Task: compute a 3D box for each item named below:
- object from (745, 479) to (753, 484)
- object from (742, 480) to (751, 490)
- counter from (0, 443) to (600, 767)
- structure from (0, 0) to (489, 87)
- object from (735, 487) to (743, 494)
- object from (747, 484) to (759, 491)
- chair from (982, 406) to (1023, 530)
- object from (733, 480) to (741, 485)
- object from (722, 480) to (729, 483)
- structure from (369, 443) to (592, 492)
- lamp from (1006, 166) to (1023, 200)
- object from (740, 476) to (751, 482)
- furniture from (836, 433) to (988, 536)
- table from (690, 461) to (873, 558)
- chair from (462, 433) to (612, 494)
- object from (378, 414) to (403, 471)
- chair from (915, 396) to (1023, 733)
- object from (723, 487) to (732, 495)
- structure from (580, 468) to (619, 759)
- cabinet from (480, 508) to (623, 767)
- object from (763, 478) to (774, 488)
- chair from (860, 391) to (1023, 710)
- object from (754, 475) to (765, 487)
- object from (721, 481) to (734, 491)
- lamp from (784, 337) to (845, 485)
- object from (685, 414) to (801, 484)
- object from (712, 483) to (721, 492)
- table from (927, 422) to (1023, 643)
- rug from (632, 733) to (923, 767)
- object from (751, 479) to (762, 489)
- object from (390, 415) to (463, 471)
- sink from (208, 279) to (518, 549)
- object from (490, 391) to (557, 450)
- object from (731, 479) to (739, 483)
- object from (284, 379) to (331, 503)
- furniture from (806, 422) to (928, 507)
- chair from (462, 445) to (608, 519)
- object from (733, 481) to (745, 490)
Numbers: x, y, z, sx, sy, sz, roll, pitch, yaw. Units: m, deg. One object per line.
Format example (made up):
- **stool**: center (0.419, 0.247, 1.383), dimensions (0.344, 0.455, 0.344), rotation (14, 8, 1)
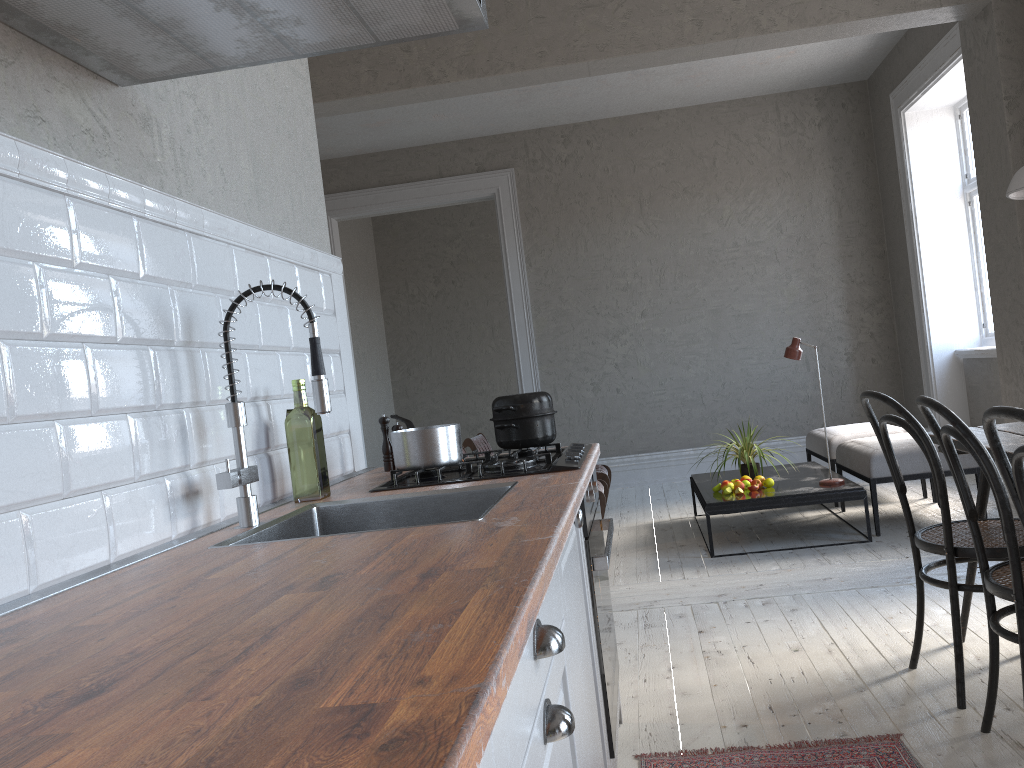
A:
- **object**: center (1.372, 0.577, 5.134), dimensions (0.058, 0.056, 0.060), rotation (-7, 0, -6)
- **object**: center (1.338, 0.580, 5.074), dimensions (0.063, 0.058, 0.060), rotation (-7, 0, -39)
- **counter**: center (0.828, 0.134, 0.936), dimensions (3.147, 0.039, 3.405), rotation (-7, 0, 7)
- **structure**: center (-0.535, -1.389, 1.290), dimensions (0.710, 1.596, 0.715), rotation (-7, 0, 7)
- **object**: center (1.272, 0.599, 4.964), dimensions (0.047, 0.036, 0.061), rotation (-7, 0, 18)
- **object**: center (1.364, 0.587, 5.009), dimensions (0.064, 0.039, 0.067), rotation (-7, 0, 12)
- **chair**: center (1.242, 0.467, 1.670), dimensions (0.548, 0.920, 0.439), rotation (-7, 0, 4)
- **object**: center (1.305, 0.584, 5.125), dimensions (0.057, 0.058, 0.058), rotation (-7, 0, -3)
- **object**: center (1.249, 0.591, 5.171), dimensions (0.056, 0.058, 0.057), rotation (-7, 0, 31)
- **structure**: center (-0.050, 0.201, 2.330), dimensions (0.494, 0.031, 0.608), rotation (-7, 0, 7)
- **lamp**: center (1.567, -1.512, 2.621), dimensions (0.371, 1.858, 0.387), rotation (-6, 1, 44)
- **object**: center (1.377, 0.571, 5.204), dimensions (0.069, 0.066, 0.071), rotation (-7, 0, 22)
- **furniture**: center (2.291, 0.547, 5.175), dimensions (0.581, 0.476, 0.831), rotation (-7, 0, 7)
- **table**: center (1.562, 0.733, 5.376), dimensions (0.845, 0.303, 1.316), rotation (-7, 0, 7)
- **chair**: center (0.199, 0.678, 6.380), dimensions (1.012, 0.721, 0.509), rotation (-7, 0, 6)
- **object**: center (-0.348, 0.168, 2.584), dimensions (0.072, 0.167, 0.036), rotation (-7, 0, 6)
- **chair**: center (1.326, 0.455, 2.150), dimensions (0.544, 0.920, 0.442), rotation (-7, 0, 14)
- **object**: center (1.219, 0.605, 5.011), dimensions (0.046, 0.037, 0.068), rotation (-7, 0, 33)
- **structure**: center (-0.032, 0.566, 2.340), dimensions (0.615, 0.623, 0.625), rotation (-7, 0, 7)
- **cabinet**: center (0.411, 0.597, 0.836), dimensions (2.029, 0.854, 4.109), rotation (-7, 0, -37)
- **object**: center (1.471, 0.566, 5.071), dimensions (0.069, 0.055, 0.058), rotation (-7, 0, -26)
- **chair**: center (1.395, 0.446, 2.682), dimensions (0.548, 0.920, 0.439), rotation (-7, 0, 4)
- **object**: center (1.437, 0.564, 5.138), dimensions (0.066, 0.066, 0.071), rotation (-7, 0, 12)
- **object**: center (1.236, 0.589, 5.086), dimensions (0.073, 0.064, 0.077), rotation (-7, 0, 37)
- **lamp**: center (1.697, 0.146, 4.986), dimensions (0.246, 0.839, 0.141), rotation (-6, 1, 42)
- **object**: center (1.414, 0.396, 5.413), dimensions (0.720, 0.420, 0.673), rotation (-7, 0, 25)
- **object**: center (1.189, 0.600, 5.130), dimensions (0.058, 0.053, 0.060), rotation (-7, 0, 13)
- **table**: center (1.776, 0.495, 2.092), dimensions (0.901, 0.735, 1.928), rotation (-7, 0, 7)
- **rug**: center (0.606, 0.996, 1.792), dimensions (0.733, 0.014, 1.295), rotation (-7, 0, 7)
- **object**: center (1.400, 0.573, 5.076), dimensions (0.058, 0.058, 0.058), rotation (-7, 0, -11)
- **object**: center (-0.262, 0.144, 2.262), dimensions (0.297, 0.134, 0.178), rotation (-7, 0, 41)
- **sink**: center (-0.289, 0.139, 1.699), dimensions (0.526, 0.720, 0.488), rotation (-7, 0, 7)
- **object**: center (0.034, 0.101, 2.463), dimensions (0.192, 0.147, 0.191), rotation (-7, 0, -14)
- **object**: center (1.308, 0.581, 5.188), dimensions (0.060, 0.063, 0.063), rotation (-7, 0, 38)
- **object**: center (-0.489, 0.131, 2.061), dimensions (0.089, 0.282, 0.082), rotation (-7, 0, 7)
- **furniture**: center (2.426, 0.528, 6.156), dimensions (0.581, 0.476, 0.831), rotation (-7, 0, 7)
- **chair**: center (0.082, 0.695, 5.527), dimensions (1.012, 0.721, 0.509), rotation (-7, 0, 6)
- **object**: center (1.289, 0.584, 5.032), dimensions (0.060, 0.062, 0.063), rotation (-7, 0, -12)
